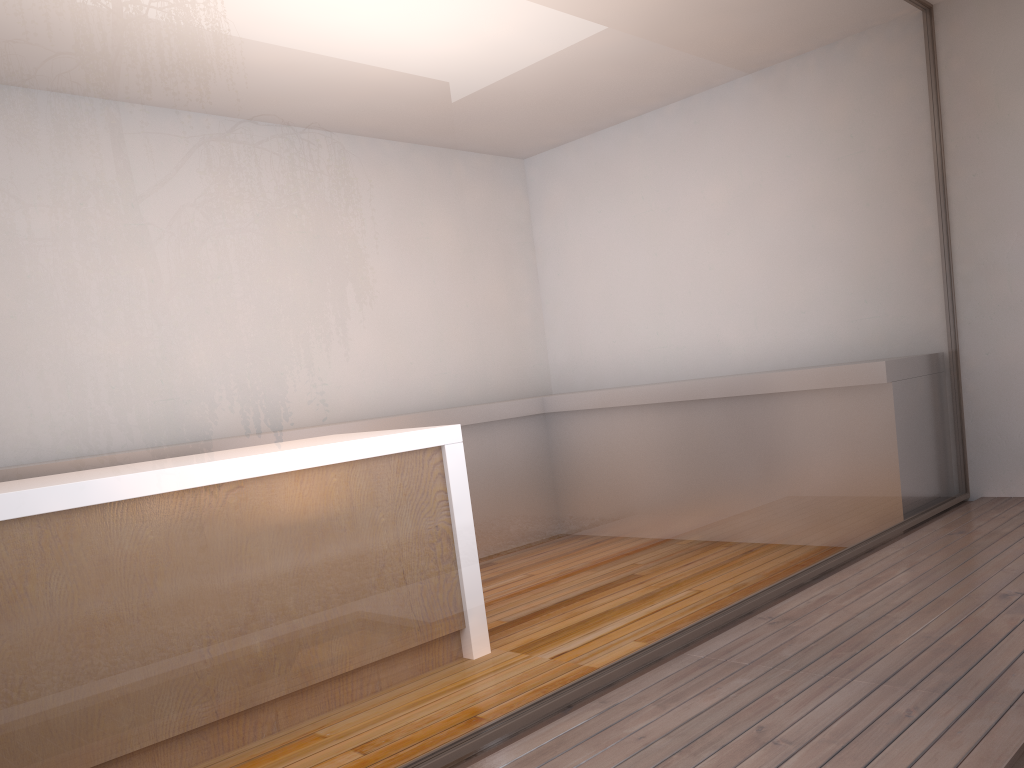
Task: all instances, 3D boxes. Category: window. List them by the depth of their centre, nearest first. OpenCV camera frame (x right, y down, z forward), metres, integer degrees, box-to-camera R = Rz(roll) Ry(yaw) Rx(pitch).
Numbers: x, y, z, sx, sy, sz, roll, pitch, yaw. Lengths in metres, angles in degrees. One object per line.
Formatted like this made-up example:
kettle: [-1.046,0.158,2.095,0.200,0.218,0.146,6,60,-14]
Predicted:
window: [0.313,-0.423,2.449,5.279,2.487,0.054,-8,4,-44]
